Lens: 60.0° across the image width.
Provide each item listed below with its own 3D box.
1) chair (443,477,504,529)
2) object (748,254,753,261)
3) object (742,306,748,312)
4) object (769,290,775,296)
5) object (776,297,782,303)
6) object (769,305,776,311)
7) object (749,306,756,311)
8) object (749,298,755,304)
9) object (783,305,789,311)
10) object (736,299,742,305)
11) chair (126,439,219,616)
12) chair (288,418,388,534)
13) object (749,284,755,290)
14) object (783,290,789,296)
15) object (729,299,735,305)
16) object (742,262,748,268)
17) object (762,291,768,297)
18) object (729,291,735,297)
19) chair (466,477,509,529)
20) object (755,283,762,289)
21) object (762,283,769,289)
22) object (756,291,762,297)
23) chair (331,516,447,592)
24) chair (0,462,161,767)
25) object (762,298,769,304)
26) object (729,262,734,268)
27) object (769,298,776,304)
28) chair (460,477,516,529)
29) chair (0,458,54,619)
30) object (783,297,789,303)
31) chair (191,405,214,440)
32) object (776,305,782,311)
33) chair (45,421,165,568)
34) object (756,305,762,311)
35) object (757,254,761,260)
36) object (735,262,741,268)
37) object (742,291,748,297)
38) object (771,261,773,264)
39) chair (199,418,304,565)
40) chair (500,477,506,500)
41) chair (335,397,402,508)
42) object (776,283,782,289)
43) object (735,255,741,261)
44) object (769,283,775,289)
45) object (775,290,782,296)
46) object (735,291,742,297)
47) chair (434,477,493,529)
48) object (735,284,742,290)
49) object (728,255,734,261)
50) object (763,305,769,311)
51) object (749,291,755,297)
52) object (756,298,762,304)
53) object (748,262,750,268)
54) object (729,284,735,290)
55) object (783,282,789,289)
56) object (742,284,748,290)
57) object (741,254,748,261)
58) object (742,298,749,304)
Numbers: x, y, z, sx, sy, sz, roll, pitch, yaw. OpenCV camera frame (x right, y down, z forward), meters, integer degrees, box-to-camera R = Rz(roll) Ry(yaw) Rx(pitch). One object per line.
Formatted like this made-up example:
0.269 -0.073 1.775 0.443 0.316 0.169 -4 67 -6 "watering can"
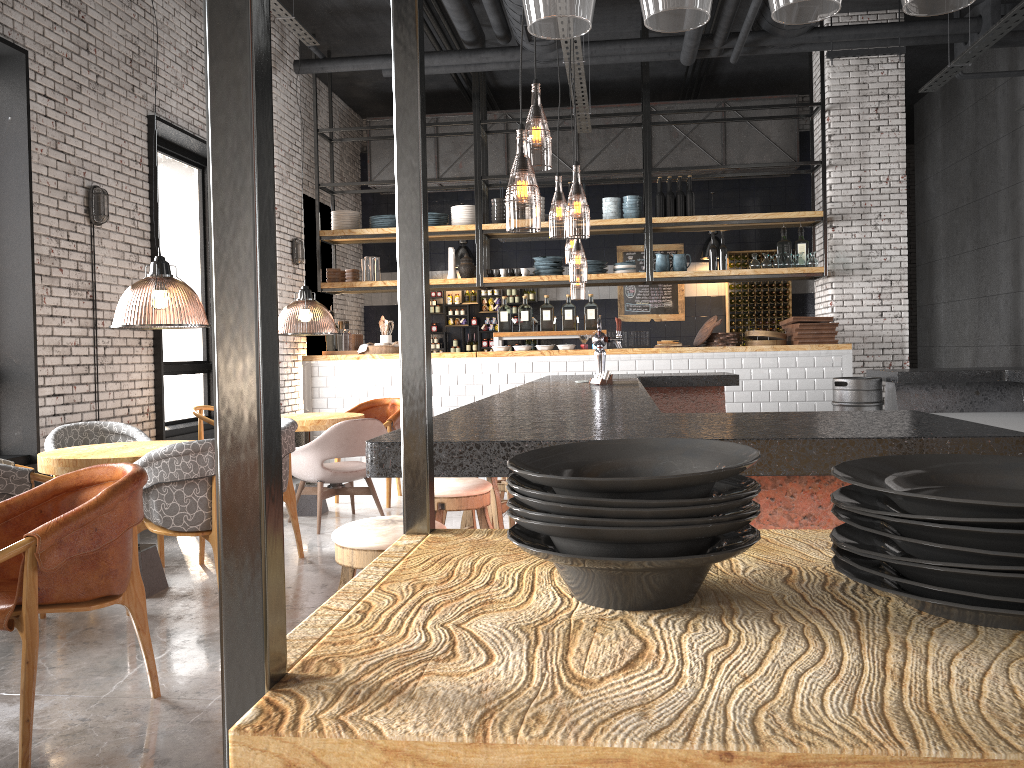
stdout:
-0.267 0.734 4.560 0.439 0.805 0.480 -2 1 -19 "chair"
3.437 -1.822 12.733 0.079 0.079 0.284 -1 2 7 "object"
3.358 -1.085 12.751 0.079 0.079 0.284 -1 2 7 "object"
3.727 -1.301 12.688 0.079 0.079 0.284 -1 2 7 "object"
3.823 -1.198 12.678 0.079 0.079 0.284 -1 2 7 "object"
3.729 -1.090 12.668 0.079 0.079 0.284 -1 2 7 "object"
3.447 -1.085 12.702 0.079 0.079 0.284 -1 2 7 "object"
3.448 -1.191 12.723 0.079 0.079 0.284 -1 2 7 "object"
3.919 -1.094 12.668 0.079 0.079 0.284 -1 2 7 "object"
3.261 -1.188 12.745 0.079 0.079 0.284 -1 2 7 "object"
-1.588 0.725 4.478 0.681 0.928 0.644 -2 2 -39 "chair"
-1.309 0.671 6.768 0.771 0.850 0.802 -2 2 -34 "chair"
3.443 -1.401 12.720 0.079 0.079 0.284 -1 2 7 "object"
3.914 -1.304 12.665 0.079 0.079 0.284 -1 2 7 "object"
3.169 -1.187 12.773 0.079 0.079 0.284 -1 2 7 "object"
3.341 -1.714 12.707 0.079 0.079 0.284 -1 2 7 "object"
3.635 -1.300 12.715 0.079 0.079 0.284 -1 2 7 "object"
3.163 -1.291 12.746 0.079 0.079 0.284 -1 2 7 "object"
-0.129 0.697 5.506 0.481 0.805 0.439 -2 2 -44 "chair"
3.535 -1.402 12.689 0.079 0.079 0.284 -1 2 7 "object"
3.631 -1.404 12.697 0.079 0.079 0.284 -1 2 7 "object"
3.541 -1.298 12.725 0.079 0.079 0.284 -1 2 7 "object"
-0.338 0.805 2.590 0.480 0.805 0.439 -2 1 -34 "chair"
-1.577 0.771 3.170 0.681 0.928 0.644 0 2 44 "chair"
3.635 -1.194 12.700 0.079 0.079 0.284 -1 2 7 "object"
3.157 -1.712 12.764 0.079 0.079 0.284 -1 2 7 "object"
3.727 -1.195 12.670 0.079 0.079 0.284 -1 2 7 "object"
-0.104 0.670 6.247 0.480 0.805 0.439 -2 1 -19 "chair"
-2.758 0.748 4.566 0.644 0.928 0.681 -2 2 -39 "chair"
3.919 -1.200 12.686 0.079 0.079 0.284 -1 2 7 "object"
-2.416 0.641 7.486 0.643 0.921 0.613 -1 1 14 "chair"
3.827 -1.093 12.695 0.079 0.079 0.284 -1 2 7 "object"
-2.557 0.709 5.546 0.681 0.928 0.644 -2 2 -39 "chair"
3.542 -1.087 12.694 0.079 0.079 0.284 -1 2 7 "object"
3.528 -1.823 12.702 0.079 0.079 0.284 -1 2 7 "object"
3.246 -1.712 12.715 0.079 0.079 0.284 -1 2 7 "object"
3.352 -1.294 12.733 0.079 0.079 0.284 -1 2 7 "object"
3.718 -1.721 12.681 0.079 0.079 0.284 -1 2 7 "object"
-1.592 0.689 5.500 0.644 0.928 0.681 -2 2 -39 "chair"
0.050 0.633 7.194 0.439 0.805 0.480 -2 1 -24 "chair"
-1.172 0.596 7.860 0.681 0.928 0.644 -1 1 29 "chair"
3.820 -1.408 12.690 0.079 0.079 0.284 -1 2 7 "object"
3.249 -1.819 12.752 0.079 0.079 0.284 -1 2 7 "object"
3.727 -1.407 12.706 0.079 0.079 0.284 -1 2 7 "object"
3.822 -1.303 12.692 0.079 0.079 0.284 -1 2 7 "object"
3.255 -1.292 12.721 0.079 0.079 0.284 -1 2 7 "object"
-0.243 0.791 3.756 0.480 0.805 0.439 -2 1 -14 "chair"
3.254 -1.397 12.723 0.079 0.079 0.284 -1 2 7 "object"
3.151 -1.816 12.728 0.079 0.079 0.284 -1 2 7 "object"
3.640 -1.090 12.717 0.079 0.079 0.284 -1 2 7 "object"
3.448 -1.297 12.741 0.079 0.079 0.284 -1 2 7 "object"
3.539 -1.192 12.689 0.079 0.079 0.284 -1 2 7 "object"
3.437 -1.716 12.715 0.079 0.079 0.284 -1 2 7 "object"
3.162 -1.396 12.754 0.079 0.079 0.284 -1 2 7 "object"
3.911 -1.409 12.655 0.079 0.079 0.284 -1 2 7 "object"
3.352 -1.400 12.746 0.079 0.079 0.284 -1 2 7 "object"
3.341 -1.820 12.725 0.079 0.079 0.284 -1 2 7 "object"
3.352 -1.189 12.715 0.079 0.079 0.284 -1 2 7 "object"
